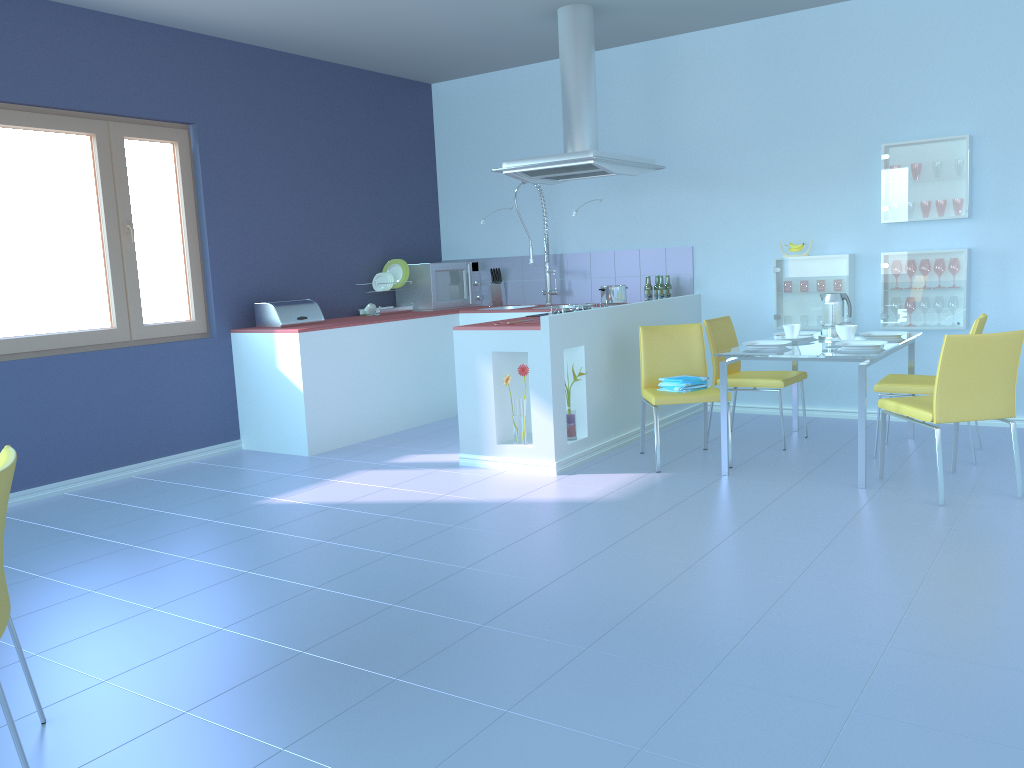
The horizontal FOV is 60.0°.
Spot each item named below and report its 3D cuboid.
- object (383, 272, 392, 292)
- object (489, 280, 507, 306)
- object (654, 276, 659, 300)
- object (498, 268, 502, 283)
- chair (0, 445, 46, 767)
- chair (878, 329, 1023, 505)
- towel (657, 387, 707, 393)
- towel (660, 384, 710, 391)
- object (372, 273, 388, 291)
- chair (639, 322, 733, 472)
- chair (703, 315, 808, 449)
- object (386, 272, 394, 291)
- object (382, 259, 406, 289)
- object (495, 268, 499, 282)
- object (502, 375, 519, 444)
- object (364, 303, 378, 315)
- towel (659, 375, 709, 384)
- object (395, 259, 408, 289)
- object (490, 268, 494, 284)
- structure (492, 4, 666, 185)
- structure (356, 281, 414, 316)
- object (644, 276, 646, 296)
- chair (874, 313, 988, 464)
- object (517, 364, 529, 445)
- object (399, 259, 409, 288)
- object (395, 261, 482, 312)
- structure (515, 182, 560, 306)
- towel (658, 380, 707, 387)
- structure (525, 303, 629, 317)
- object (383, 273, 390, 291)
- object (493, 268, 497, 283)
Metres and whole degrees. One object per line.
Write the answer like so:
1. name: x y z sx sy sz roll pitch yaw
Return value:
1. object: -0.921 -0.736 6.402 0.140 0.136 0.039 1 9 30
2. object: -0.117 -0.701 6.829 0.100 0.200 0.109 2 9 34
3. object: 0.977 -0.630 5.944 0.052 0.187 0.052 -9 10 -37
4. object: -0.091 -0.758 6.809 0.019 0.265 0.037 4 11 43
5. chair: -1.295 0.527 1.897 0.484 0.695 0.387 -6 8 -25
6. chair: 1.881 0.108 3.804 0.387 0.695 0.484 -4 8 -8
7. towel: 0.885 0.023 4.590 0.201 0.024 0.195 -9 9 -36
8. towel: 0.889 0.009 4.587 0.201 0.024 0.195 -7 9 -30
9. object: -0.945 -0.730 6.362 0.140 0.136 0.039 1 9 30
10. chair: 0.881 0.050 4.610 0.387 0.695 0.484 -3 8 -2
11. chair: 1.365 -0.028 5.009 0.484 0.695 0.387 3 10 36
12. object: -0.908 -0.740 6.423 0.140 0.136 0.039 1 9 30
13. object: -0.864 -0.806 6.494 0.220 0.214 0.053 2 9 31
14. object: -0.110 -0.759 6.822 0.019 0.265 0.038 4 11 43
15. object: -0.007 0.132 4.643 0.085 0.365 0.050 2 9 32
16. object: -1.014 -0.536 6.349 0.083 0.082 0.097 -6 8 -22
17. towel: 0.887 -0.023 4.587 0.190 0.033 0.195 -7 9 -29
18. object: -0.854 -0.809 6.512 0.220 0.214 0.053 2 9 31
19. object: -0.148 -0.761 6.847 0.019 0.265 0.037 1 8 24
20. structure: 0.388 -1.687 5.182 0.695 0.962 0.895 2 9 34
21. structure: -0.912 -0.621 6.420 0.194 0.225 0.408 2 9 31
22. object: 0.919 -0.635 5.991 0.052 0.190 0.052 -3 8 -1
23. chair: 2.116 0.006 4.474 0.484 0.695 0.387 2 9 31
24. object: 0.059 0.107 4.577 0.054 0.427 0.090 -6 8 -24
25. object: -0.843 -0.812 6.530 0.220 0.214 0.053 2 9 31
26. object: -0.556 -0.754 6.817 0.367 0.350 0.611 2 9 34
27. structure: 0.210 -1.024 6.404 0.308 0.920 0.178 2 9 32
28. towel: 0.886 -0.006 4.586 0.192 0.027 0.195 -8 9 -34
29. structure: 0.445 -0.453 5.354 0.500 0.047 0.600 2 9 34
30. object: -0.933 -0.733 6.382 0.140 0.136 0.039 1 9 30
31. object: -0.130 -0.760 6.835 0.019 0.265 0.038 4 11 43
